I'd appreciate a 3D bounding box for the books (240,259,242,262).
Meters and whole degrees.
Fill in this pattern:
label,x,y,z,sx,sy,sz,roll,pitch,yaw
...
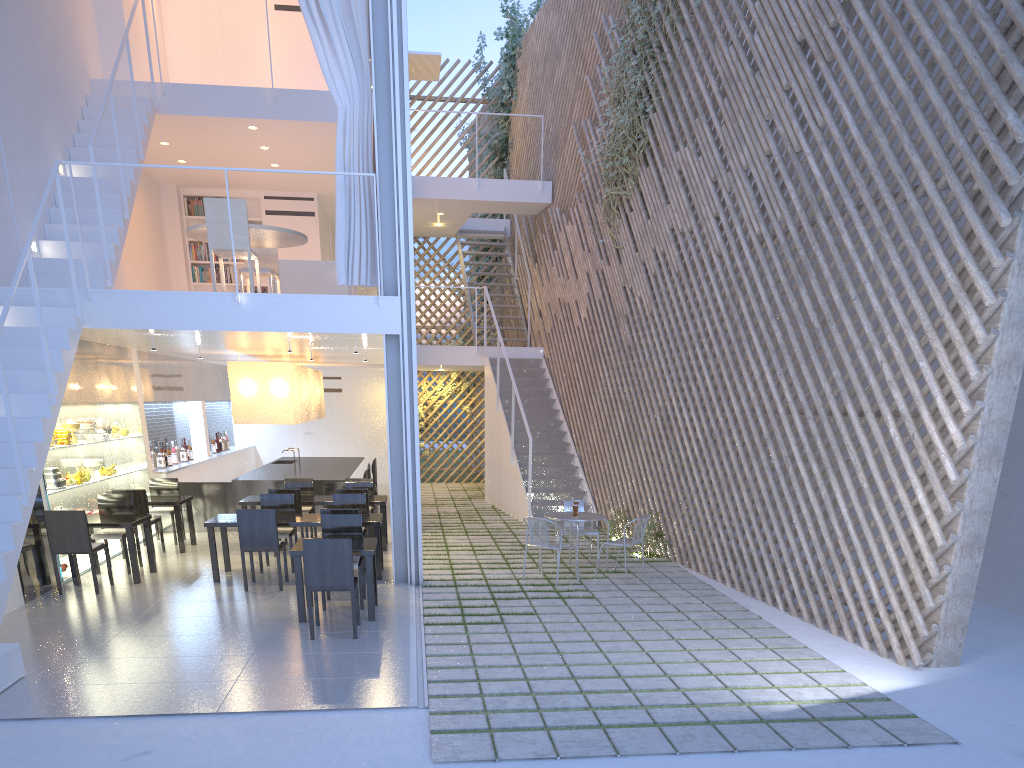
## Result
label,x,y,z,sx,sy,sz,roll,pitch,yaw
books,-2.350,-1.104,7.161,0.021,0.107,0.057,-2,14,-7

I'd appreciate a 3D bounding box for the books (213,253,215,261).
label,x,y,z,sx,sy,sz,roll,pitch,yaw
books,-2.574,-1.128,7.117,0.010,0.152,0.081,-2,14,-7

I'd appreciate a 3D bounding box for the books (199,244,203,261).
label,x,y,z,sx,sy,sz,roll,pitch,yaw
books,-2.678,-1.129,7.110,0.015,0.154,0.071,-2,15,-7

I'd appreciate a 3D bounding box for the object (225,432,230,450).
label,x,y,z,sx,sy,sz,roll,pitch,yaw
object,-2.931,0.582,8.450,0.044,0.201,0.039,2,18,5

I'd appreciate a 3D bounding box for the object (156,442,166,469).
label,x,y,z,sx,sy,sz,roll,pitch,yaw
object,-2.547,0.471,5.282,0.047,0.309,1.870,-2,0,-7

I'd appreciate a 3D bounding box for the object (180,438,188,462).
label,x,y,z,sx,sy,sz,roll,pitch,yaw
object,-2.729,0.548,6.825,0.046,0.219,0.042,-1,18,-5

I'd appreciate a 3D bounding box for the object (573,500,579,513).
label,x,y,z,sx,sy,sz,roll,pitch,yaw
object,0.371,0.712,4.779,0.030,0.083,0.029,13,20,37

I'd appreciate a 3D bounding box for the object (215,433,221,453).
label,x,y,z,sx,sy,sz,roll,pitch,yaw
object,-2.864,0.572,7.995,0.044,0.209,0.041,-4,18,-15

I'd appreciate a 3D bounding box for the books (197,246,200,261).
label,x,y,z,sx,sy,sz,roll,pitch,yaw
books,-2.700,-1.118,7.111,0.006,0.130,0.074,-2,14,-7

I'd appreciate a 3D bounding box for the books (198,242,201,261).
label,x,y,z,sx,sy,sz,roll,pitch,yaw
books,-2.691,-1.135,7.105,0.011,0.166,0.075,-2,15,-7

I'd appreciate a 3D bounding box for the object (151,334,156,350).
label,x,y,z,sx,sy,sz,roll,pitch,yaw
object,-1.821,-0.212,4.171,0.029,0.086,0.026,2,17,4

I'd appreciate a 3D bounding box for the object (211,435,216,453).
label,x,y,z,sx,sy,sz,roll,pitch,yaw
object,-2.868,0.577,7.897,0.040,0.196,0.039,-12,21,-34

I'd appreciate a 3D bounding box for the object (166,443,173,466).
label,x,y,z,sx,sy,sz,roll,pitch,yaw
object,-2.556,0.469,5.296,0.058,0.313,2.276,-1,0,-6

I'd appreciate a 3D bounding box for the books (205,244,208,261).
label,x,y,z,sx,sy,sz,roll,pitch,yaw
books,-2.629,-1.125,7.109,0.008,0.145,0.087,-2,13,-7

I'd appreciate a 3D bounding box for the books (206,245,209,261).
label,x,y,z,sx,sy,sz,roll,pitch,yaw
books,-2.621,-1.122,7.111,0.007,0.139,0.087,-2,13,-7

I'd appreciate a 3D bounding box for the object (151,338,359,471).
label,x,y,z,sx,sy,sz,roll,pitch,yaw
object,-1.769,0.197,5.132,1.671,0.884,1.724,0,3,-9

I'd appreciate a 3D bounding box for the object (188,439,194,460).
label,x,y,z,sx,sy,sz,roll,pitch,yaw
object,-2.759,0.563,7.049,0.040,0.196,0.039,-12,21,-34

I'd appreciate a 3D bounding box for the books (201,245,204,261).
label,x,y,z,sx,sy,sz,roll,pitch,yaw
books,-2.662,-1.121,7.110,0.015,0.136,0.081,-2,13,-7

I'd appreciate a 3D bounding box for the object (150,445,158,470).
label,x,y,z,sx,sy,sz,roll,pitch,yaw
object,-2.567,0.470,5.216,0.046,0.309,1.754,-1,0,-6

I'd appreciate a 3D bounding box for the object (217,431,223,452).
label,x,y,z,sx,sy,sz,roll,pitch,yaw
object,-2.897,0.569,8.131,0.046,0.220,0.041,-2,18,-7

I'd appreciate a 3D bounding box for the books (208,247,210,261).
label,x,y,z,sx,sy,sz,roll,pitch,yaw
books,-2.609,-1.123,7.124,0.021,0.141,0.064,-2,15,-7

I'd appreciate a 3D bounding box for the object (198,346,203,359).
label,x,y,z,sx,sy,sz,roll,pitch,yaw
object,-1.934,-0.197,5.096,0.029,0.086,0.026,2,17,4

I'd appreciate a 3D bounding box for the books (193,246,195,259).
label,x,y,z,sx,sy,sz,roll,pitch,yaw
books,-2.732,-1.120,7.102,0.006,0.131,0.082,-2,13,-7

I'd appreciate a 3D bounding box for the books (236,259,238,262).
label,x,y,z,sx,sy,sz,roll,pitch,yaw
books,-2.392,-1.104,7.157,0.021,0.107,0.057,-2,14,-7

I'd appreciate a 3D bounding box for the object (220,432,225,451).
label,x,y,z,sx,sy,sz,roll,pitch,yaw
object,-2.918,0.580,8.281,0.043,0.202,0.043,15,22,38

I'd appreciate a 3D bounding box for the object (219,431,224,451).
label,x,y,z,sx,sy,sz,roll,pitch,yaw
object,-2.910,0.571,8.211,0.046,0.219,0.042,-1,18,-5

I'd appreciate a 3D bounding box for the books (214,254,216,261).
label,x,y,z,sx,sy,sz,roll,pitch,yaw
books,-2.564,-1.130,7.117,0.009,0.157,0.082,-2,14,-7

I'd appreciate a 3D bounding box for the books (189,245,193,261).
label,x,y,z,sx,sy,sz,roll,pitch,yaw
books,-2.757,-1.124,7.096,0.015,0.139,0.087,-2,13,-7

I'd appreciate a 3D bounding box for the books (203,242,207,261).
label,x,y,z,sx,sy,sz,roll,pitch,yaw
books,-2.647,-1.134,7.108,0.015,0.165,0.079,-2,15,-7

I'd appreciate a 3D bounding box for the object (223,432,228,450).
label,x,y,z,sx,sy,sz,roll,pitch,yaw
object,-2.909,0.581,8.334,0.046,0.202,0.040,-2,18,-6

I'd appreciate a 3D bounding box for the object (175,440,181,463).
label,x,y,z,sx,sy,sz,roll,pitch,yaw
object,-2.730,0.554,6.708,0.044,0.202,0.043,15,23,38

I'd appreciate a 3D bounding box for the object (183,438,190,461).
label,x,y,z,sx,sy,sz,roll,pitch,yaw
object,-2.767,0.554,6.981,0.044,0.209,0.041,-4,18,-15

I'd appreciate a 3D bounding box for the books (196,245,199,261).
label,x,y,z,sx,sy,sz,roll,pitch,yaw
books,-2.705,-1.120,7.103,0.006,0.133,0.087,-2,13,-7

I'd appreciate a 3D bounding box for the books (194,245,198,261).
label,x,y,z,sx,sy,sz,roll,pitch,yaw
books,-2.718,-1.121,7.103,0.021,0.133,0.084,-2,13,-7

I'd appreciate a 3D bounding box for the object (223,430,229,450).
label,x,y,z,sx,sy,sz,roll,pitch,yaw
object,-2.925,0.573,8.389,0.046,0.219,0.042,12,21,33

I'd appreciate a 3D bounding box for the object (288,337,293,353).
label,x,y,z,sx,sy,sz,roll,pitch,yaw
object,-1.148,-0.204,4.246,0.029,0.086,0.026,2,17,4

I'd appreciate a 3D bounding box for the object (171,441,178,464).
label,x,y,z,sx,sy,sz,roll,pitch,yaw
object,-2.708,0.551,6.591,0.044,0.201,0.039,-1,18,-5

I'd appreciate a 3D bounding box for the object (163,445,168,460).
label,x,y,z,sx,sy,sz,roll,pitch,yaw
object,-2.587,0.472,5.364,0.067,0.308,2.010,-2,0,-7

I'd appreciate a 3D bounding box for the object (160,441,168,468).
label,x,y,z,sx,sy,sz,roll,pitch,yaw
object,-2.552,0.472,5.325,0.106,0.308,1.942,-1,0,-5

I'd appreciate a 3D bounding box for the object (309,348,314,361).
label,x,y,z,sx,sy,sz,roll,pitch,yaw
object,-1.261,-0.188,5.171,0.029,0.086,0.026,2,17,4

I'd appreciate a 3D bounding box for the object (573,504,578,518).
label,x,y,z,sx,sy,sz,roll,pitch,yaw
object,0.353,0.709,4.596,0.030,0.083,0.029,13,20,37

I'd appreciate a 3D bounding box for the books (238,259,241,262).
label,x,y,z,sx,sy,sz,roll,pitch,yaw
books,-2.371,-1.104,7.159,0.021,0.107,0.057,-2,14,-7

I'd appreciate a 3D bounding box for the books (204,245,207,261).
label,x,y,z,sx,sy,sz,roll,pitch,yaw
books,-2.636,-1.122,7.109,0.005,0.139,0.087,-2,13,-7

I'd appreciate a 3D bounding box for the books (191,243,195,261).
label,x,y,z,sx,sy,sz,roll,pitch,yaw
books,-2.743,-1.130,7.098,0.015,0.154,0.081,-2,14,-7

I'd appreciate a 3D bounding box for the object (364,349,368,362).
label,x,y,z,sx,sy,sz,roll,pitch,yaw
object,-0.928,-0.184,5.208,0.029,0.086,0.026,2,17,4
